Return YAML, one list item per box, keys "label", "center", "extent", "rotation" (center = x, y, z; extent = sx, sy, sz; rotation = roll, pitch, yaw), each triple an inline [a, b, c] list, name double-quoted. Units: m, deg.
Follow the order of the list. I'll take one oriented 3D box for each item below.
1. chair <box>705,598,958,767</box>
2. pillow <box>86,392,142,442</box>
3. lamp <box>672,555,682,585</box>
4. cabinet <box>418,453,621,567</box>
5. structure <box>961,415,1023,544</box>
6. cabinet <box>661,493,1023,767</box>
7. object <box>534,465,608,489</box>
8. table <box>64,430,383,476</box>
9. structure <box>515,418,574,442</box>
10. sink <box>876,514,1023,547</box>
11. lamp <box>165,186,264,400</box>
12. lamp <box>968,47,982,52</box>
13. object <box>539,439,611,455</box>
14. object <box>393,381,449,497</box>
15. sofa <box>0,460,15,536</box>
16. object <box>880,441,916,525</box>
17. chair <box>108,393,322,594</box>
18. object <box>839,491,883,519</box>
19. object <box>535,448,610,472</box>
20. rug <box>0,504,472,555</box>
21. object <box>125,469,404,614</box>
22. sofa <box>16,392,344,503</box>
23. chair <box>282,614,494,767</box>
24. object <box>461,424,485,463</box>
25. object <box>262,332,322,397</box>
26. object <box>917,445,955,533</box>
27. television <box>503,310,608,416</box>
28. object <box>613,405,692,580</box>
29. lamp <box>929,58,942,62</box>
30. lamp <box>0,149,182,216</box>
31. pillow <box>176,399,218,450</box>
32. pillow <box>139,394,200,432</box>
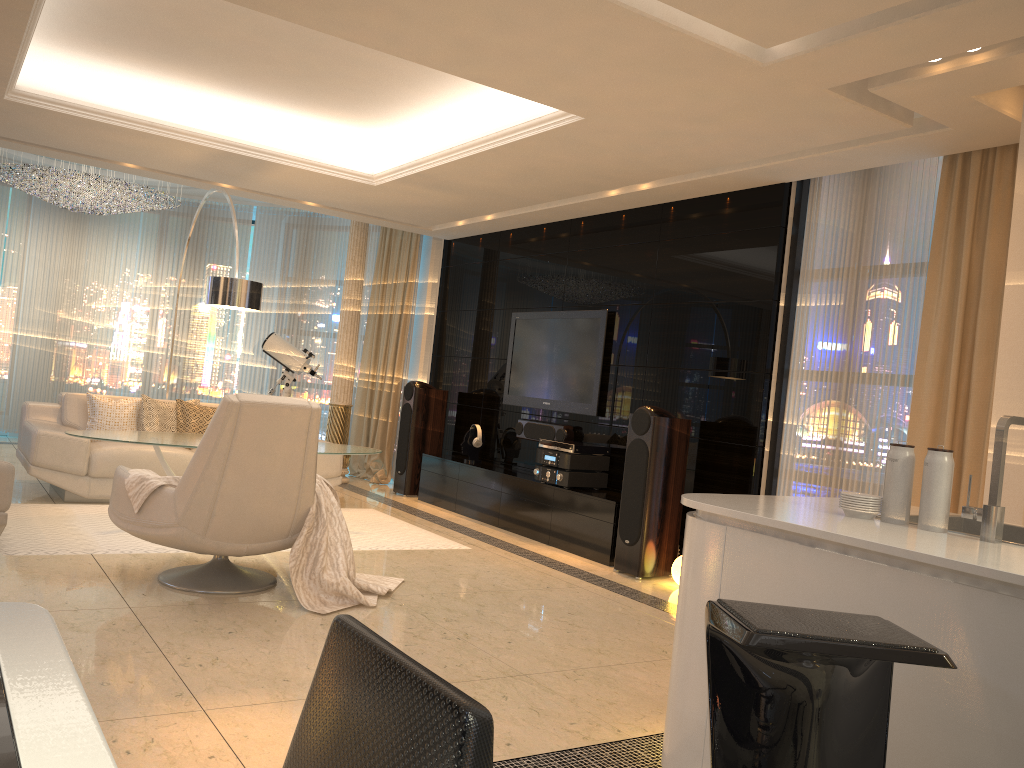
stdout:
- label: "chair"
  center: [0.504, 0.805, 1.585]
  extent: [0.380, 0.789, 0.380]
  rotation: [6, 0, -1]
- label: "pillow"
  center: [-3.111, 0.277, 6.974]
  extent: [0.463, 0.380, 0.222]
  rotation: [6, 0, -29]
- label: "lamp"
  center: [1.118, 1.186, 5.615]
  extent: [0.213, 0.214, 0.212]
  rotation: [6, 0, 17]
- label: "cabinet"
  center: [0.079, 0.973, 7.365]
  extent: [0.416, 0.444, 2.842]
  rotation: [6, 0, -33]
- label: "structure"
  center: [1.222, 0.234, 2.214]
  extent: [0.177, 0.310, 0.089]
  rotation: [6, 0, -33]
- label: "cabinet"
  center: [1.813, 0.891, 1.238]
  extent: [1.046, 0.887, 3.752]
  rotation: [6, 0, -33]
- label: "object"
  center: [0.433, 0.718, 6.848]
  extent: [0.419, 0.130, 0.446]
  rotation: [6, 0, -33]
- label: "table"
  center: [-1.913, 0.677, 6.080]
  extent: [2.140, 0.565, 0.999]
  rotation: [6, 0, -34]
- label: "structure"
  center: [0.266, 0.407, 7.472]
  extent: [0.107, 0.179, 0.745]
  rotation: [6, 0, -33]
- label: "sink"
  center: [1.386, 0.480, 2.305]
  extent: [0.485, 0.152, 0.738]
  rotation: [6, 0, -33]
- label: "lamp"
  center: [-2.504, -0.343, 7.133]
  extent: [0.393, 2.519, 2.009]
  rotation: [6, 0, -33]
- label: "lamp"
  center: [1.824, -1.386, 3.511]
  extent: [0.107, 0.127, 0.107]
  rotation: [6, -1, -45]
- label: "object"
  center: [0.480, 0.492, 6.863]
  extent: [0.371, 0.070, 0.441]
  rotation: [6, 0, -33]
- label: "object"
  center: [-0.868, 0.540, 8.752]
  extent: [0.468, 1.127, 0.285]
  rotation: [6, 0, -33]
- label: "sofa"
  center: [-3.571, 0.420, 5.057]
  extent: [1.145, 0.754, 2.328]
  rotation: [6, 0, -33]
- label: "object"
  center: [1.029, 0.261, 2.360]
  extent: [0.071, 0.219, 0.071]
  rotation: [6, -1, -42]
- label: "chair"
  center: [-1.390, 0.524, 4.465]
  extent: [1.027, 0.991, 0.983]
  rotation: [6, 0, -34]
- label: "object"
  center: [0.949, 0.332, 2.413]
  extent: [0.111, 0.062, 0.111]
  rotation: [6, 0, -12]
- label: "object"
  center: [0.451, 0.589, 6.853]
  extent: [0.407, 0.130, 0.446]
  rotation: [6, 0, -33]
- label: "rug"
  center: [-1.918, 0.974, 6.084]
  extent: [2.900, 0.020, 1.661]
  rotation: [6, 0, -34]
- label: "object"
  center: [-1.269, 0.737, 4.622]
  extent: [1.347, 0.580, 0.972]
  rotation: [6, 0, 4]
- label: "sofa"
  center: [-2.659, 0.530, 7.219]
  extent: [2.328, 0.754, 1.145]
  rotation: [6, 0, -33]
- label: "chair"
  center: [-0.343, 0.677, 0.765]
  extent: [0.496, 0.858, 0.523]
  rotation: [6, 0, -33]
- label: "object"
  center: [-0.345, 0.541, 8.101]
  extent: [0.197, 0.343, 0.197]
  rotation: [6, 0, 21]
- label: "object"
  center: [-2.302, 0.220, 9.083]
  extent: [0.616, 1.471, 0.570]
  rotation: [6, 0, -27]
- label: "object"
  center: [1.087, 0.266, 2.271]
  extent: [0.071, 0.219, 0.071]
  rotation: [6, 0, 33]
- label: "television"
  center: [0.351, -0.197, 7.505]
  extent: [0.055, 0.839, 1.358]
  rotation: [6, 0, -33]
- label: "object"
  center: [0.982, 0.715, 5.936]
  extent: [0.468, 1.127, 0.285]
  rotation: [6, 0, -33]
- label: "lamp"
  center: [1.734, -1.394, 3.648]
  extent: [0.107, 0.127, 0.107]
  rotation: [6, -1, -45]
- label: "lamp"
  center: [-4.338, -2.079, 9.048]
  extent: [2.109, 0.685, 2.109]
  rotation: [6, 0, 12]
- label: "pillow"
  center: [-2.491, 0.337, 7.331]
  extent: [0.575, 0.436, 0.301]
  rotation: [6, 0, -27]
- label: "pillow"
  center: [-2.796, 0.310, 7.217]
  extent: [0.288, 0.429, 0.587]
  rotation: [6, 0, 31]
